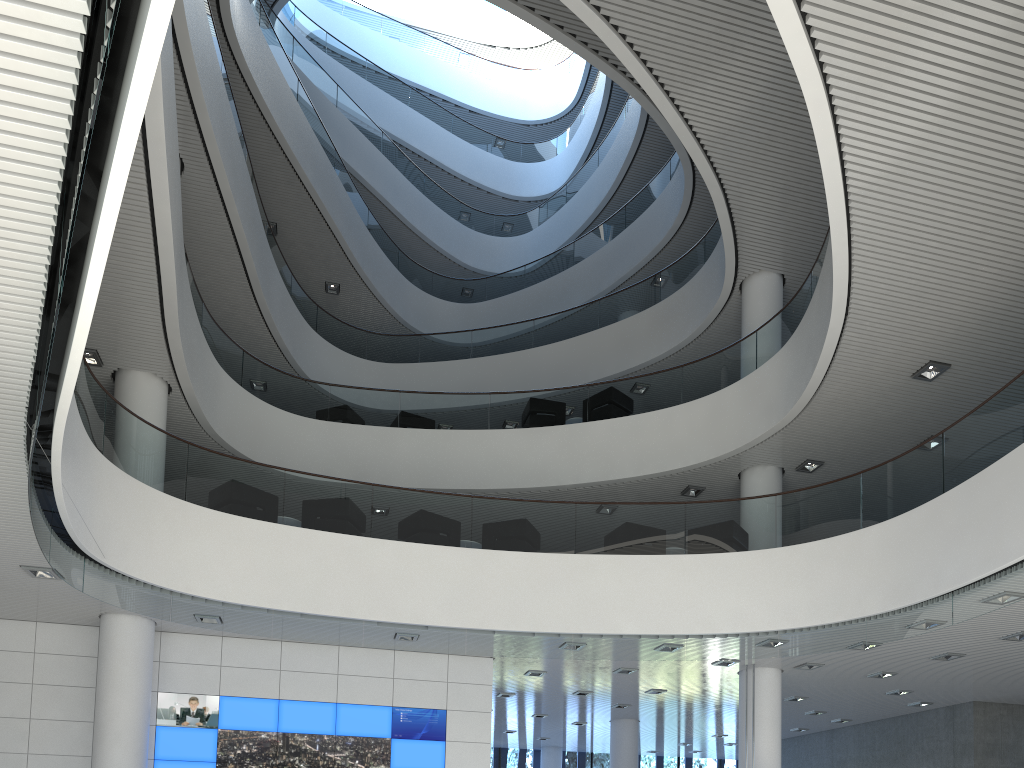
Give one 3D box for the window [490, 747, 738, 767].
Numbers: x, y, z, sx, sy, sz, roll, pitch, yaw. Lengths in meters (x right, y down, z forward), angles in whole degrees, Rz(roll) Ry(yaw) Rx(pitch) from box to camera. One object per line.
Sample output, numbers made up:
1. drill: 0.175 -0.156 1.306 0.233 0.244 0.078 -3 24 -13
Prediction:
1. window: -0.015 8.880 16.443 18.324 2.782 0.080 9 -6 -13
